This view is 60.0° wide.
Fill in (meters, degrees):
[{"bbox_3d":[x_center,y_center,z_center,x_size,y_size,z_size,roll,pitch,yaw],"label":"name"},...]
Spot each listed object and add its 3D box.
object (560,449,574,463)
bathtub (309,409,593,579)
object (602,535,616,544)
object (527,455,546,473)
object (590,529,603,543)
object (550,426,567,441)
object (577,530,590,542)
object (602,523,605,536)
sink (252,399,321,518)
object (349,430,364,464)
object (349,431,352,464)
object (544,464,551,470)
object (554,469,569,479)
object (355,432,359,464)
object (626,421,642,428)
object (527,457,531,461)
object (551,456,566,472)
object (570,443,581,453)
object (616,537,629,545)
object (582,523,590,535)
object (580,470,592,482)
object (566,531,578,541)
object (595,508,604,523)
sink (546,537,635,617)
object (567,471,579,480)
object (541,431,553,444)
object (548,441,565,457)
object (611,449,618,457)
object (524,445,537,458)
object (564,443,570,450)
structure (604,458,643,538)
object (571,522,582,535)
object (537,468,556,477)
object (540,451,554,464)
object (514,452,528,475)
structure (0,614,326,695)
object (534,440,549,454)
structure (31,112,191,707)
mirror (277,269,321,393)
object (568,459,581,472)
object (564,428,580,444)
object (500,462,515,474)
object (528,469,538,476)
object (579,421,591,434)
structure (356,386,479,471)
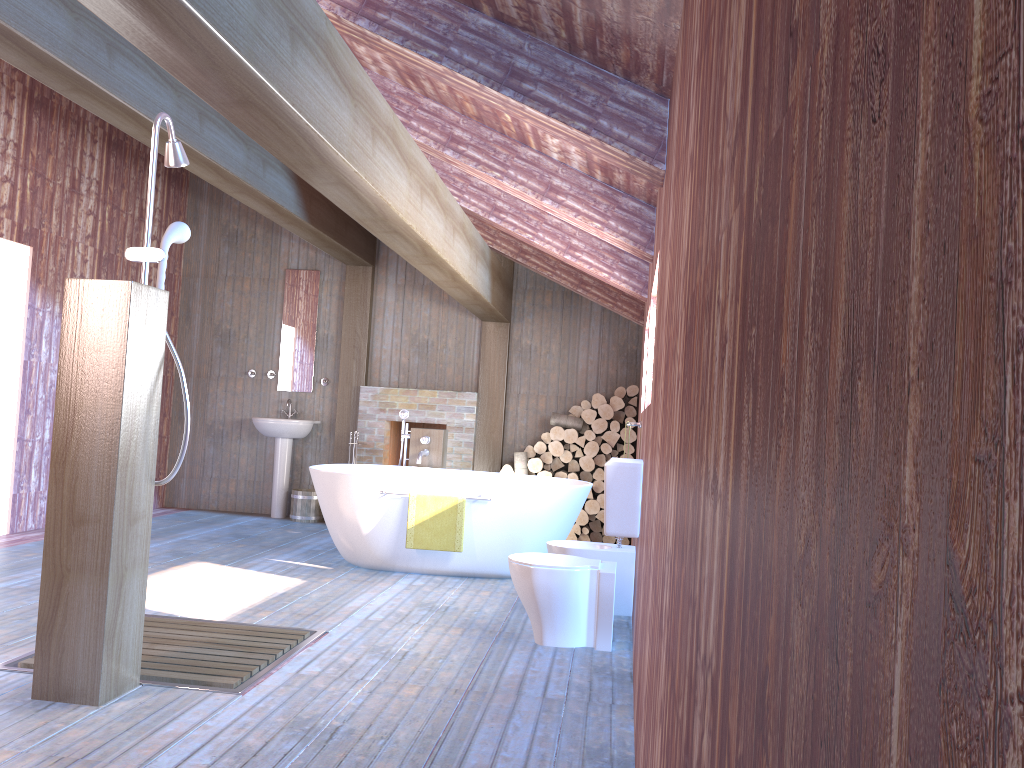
[{"bbox_3d":[0.502,0.653,8.077,0.115,0.123,0.291,3,-2,8],"label":"object"},{"bbox_3d":[-0.462,0.749,6.282,1.935,1.109,1.460,2,-3,29],"label":"bathtub"},{"bbox_3d":[0.877,1.396,8.047,0.116,0.117,0.289,3,-2,5],"label":"object"},{"bbox_3d":[0.232,0.729,8.109,0.138,0.147,0.440,3,-2,7],"label":"object"},{"bbox_3d":[0.769,1.388,8.117,0.116,0.118,0.289,3,-2,5],"label":"object"},{"bbox_3d":[0.431,0.447,8.103,0.135,0.145,0.439,3,-2,7],"label":"object"},{"bbox_3d":[0.649,1.381,8.006,0.114,0.113,0.301,3,-2,5],"label":"object"},{"bbox_3d":[0.859,1.311,8.056,0.084,0.105,0.280,3,-2,5],"label":"object"},{"bbox_3d":[-2.200,0.708,8.431,0.582,1.143,0.475,3,-2,6],"label":"sink"},{"bbox_3d":[-1.498,0.869,8.239,0.333,0.888,0.276,5,-3,-41],"label":"object"},{"bbox_3d":[-1.574,0.853,8.197,0.136,0.846,0.062,4,-2,-12],"label":"object"},{"bbox_3d":[0.327,0.750,8.106,0.064,0.068,0.174,3,-2,6],"label":"object"},{"bbox_3d":[0.455,0.842,8.081,0.114,0.120,0.303,3,-2,8],"label":"object"},{"bbox_3d":[-1.430,0.873,8.167,0.126,0.871,0.206,5,-3,-40],"label":"object"},{"bbox_3d":[0.781,0.259,5.698,0.091,0.043,0.581,3,-2,7],"label":"object"},{"bbox_3d":[0.127,0.703,8.232,0.108,0.113,0.302,3,-2,7],"label":"object"},{"bbox_3d":[0.433,0.730,8.183,0.128,0.150,0.323,3,-2,7],"label":"object"},{"bbox_3d":[0.579,0.580,8.075,0.088,0.092,0.280,3,-2,8],"label":"object"},{"bbox_3d":[0.999,1.402,8.045,0.114,0.113,0.301,3,-2,5],"label":"object"},{"bbox_3d":[0.672,1.304,8.025,0.065,0.071,0.378,3,-2,7],"label":"object"},{"bbox_3d":[0.680,0.845,8.151,0.116,0.118,0.289,3,-2,5],"label":"object"},{"bbox_3d":[0.528,1.366,8.062,0.139,0.137,0.455,3,-2,5],"label":"object"},{"bbox_3d":[0.842,1.196,8.047,0.169,0.152,0.481,3,-2,7],"label":"object"},{"bbox_3d":[0.450,1.052,5.143,0.515,0.517,0.335,3,-2,8],"label":"sink"},{"bbox_3d":[0.557,0.844,8.065,0.098,0.100,0.437,3,-2,5],"label":"object"},{"bbox_3d":[0.333,0.490,8.117,0.106,0.112,0.282,3,-2,8],"label":"object"},{"bbox_3d":[0.410,0.583,8.093,0.141,0.143,0.437,3,-2,5],"label":"object"},{"bbox_3d":[0.928,0.627,8.022,0.067,0.069,0.177,3,-2,7],"label":"object"},{"bbox_3d":[0.171,0.618,8.162,0.114,0.113,0.301,3,-2,5],"label":"object"},{"bbox_3d":[0.503,0.566,8.069,0.057,0.061,0.156,3,-2,6],"label":"object"},{"bbox_3d":[0.541,0.551,4.359,0.182,0.363,0.358,3,-2,8],"label":"structure"},{"bbox_3d":[0.576,1.282,8.042,0.107,0.125,0.423,3,-2,5],"label":"object"},{"bbox_3d":[0.315,0.843,8.110,0.139,0.148,0.458,3,-2,7],"label":"object"},{"bbox_3d":[0.326,0.669,8.110,0.111,0.113,0.301,3,-2,6],"label":"object"},{"bbox_3d":[0.080,0.756,7.953,0.147,0.298,0.109,3,-2,10],"label":"object"},{"bbox_3d":[-1.446,1.163,3.822,1.000,0.067,1.000,3,-2,7],"label":"structure"},{"bbox_3d":[0.272,0.576,8.104,0.115,0.123,0.291,3,-2,8],"label":"object"},{"bbox_3d":[-1.421,0.028,3.324,0.328,2.209,0.522,2,-3,27],"label":"structure"},{"bbox_3d":[-2.086,-0.524,8.685,0.350,1.199,0.009,3,-2,7],"label":"mirror"},{"bbox_3d":[0.580,0.753,8.167,0.104,0.127,0.321,3,-2,7],"label":"object"},{"bbox_3d":[0.544,0.467,8.089,0.138,0.147,0.440,3,-2,7],"label":"object"},{"bbox_3d":[-0.025,0.797,8.145,0.139,0.137,0.455,3,-2,5],"label":"object"},{"bbox_3d":[0.174,0.828,8.205,0.121,0.124,0.291,3,-2,8],"label":"object"},{"bbox_3d":[0.661,0.400,8.173,0.121,0.124,0.291,3,-2,8],"label":"object"},{"bbox_3d":[-0.911,0.710,8.421,1.130,1.330,0.226,3,-2,7],"label":"structure"}]
